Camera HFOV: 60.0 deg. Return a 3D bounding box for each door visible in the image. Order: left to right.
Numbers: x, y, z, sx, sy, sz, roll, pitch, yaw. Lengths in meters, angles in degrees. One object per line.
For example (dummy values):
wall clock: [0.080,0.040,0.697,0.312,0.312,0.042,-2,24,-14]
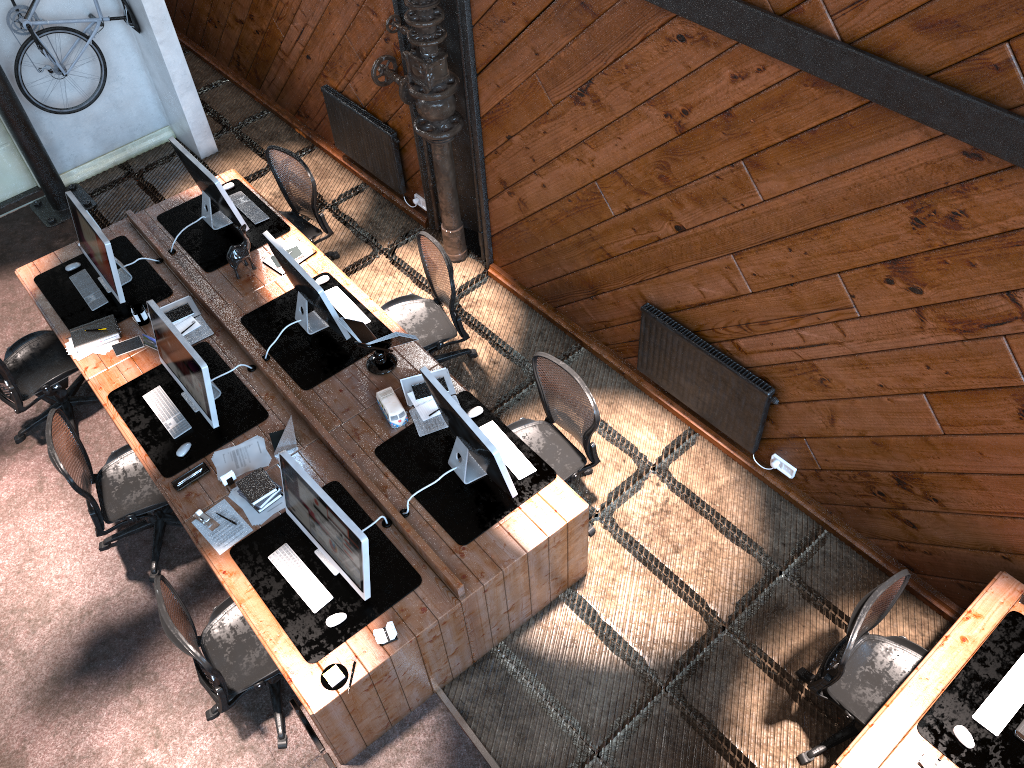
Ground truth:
door: [-4.718,-2.325,7.141,1.013,2.268,0.064,-35,56,-23]

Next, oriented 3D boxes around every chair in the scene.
chair: [-3.232,-0.168,5.981,0.770,1.085,0.792,20,54,20]
chair: [-2.281,0.544,5.310,0.792,1.085,0.770,-36,56,-24]
chair: [-1.388,1.294,4.611,0.770,1.085,0.792,29,57,25]
chair: [-1.718,-1.169,6.730,0.770,1.085,0.792,20,54,20]
chair: [-0.634,-0.409,6.009,0.792,1.085,0.770,-36,56,-24]
chair: [0.181,0.417,5.251,0.770,1.085,0.792,29,57,25]
chair: [1.838,1.424,4.280,0.792,1.085,0.770,20,54,20]

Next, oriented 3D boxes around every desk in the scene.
desk: [-1.535,0.136,5.767,1.748,0.840,4.117,-33,55,-22]
desk: [1.482,2.698,3.381,4.117,0.840,1.748,-35,56,-24]

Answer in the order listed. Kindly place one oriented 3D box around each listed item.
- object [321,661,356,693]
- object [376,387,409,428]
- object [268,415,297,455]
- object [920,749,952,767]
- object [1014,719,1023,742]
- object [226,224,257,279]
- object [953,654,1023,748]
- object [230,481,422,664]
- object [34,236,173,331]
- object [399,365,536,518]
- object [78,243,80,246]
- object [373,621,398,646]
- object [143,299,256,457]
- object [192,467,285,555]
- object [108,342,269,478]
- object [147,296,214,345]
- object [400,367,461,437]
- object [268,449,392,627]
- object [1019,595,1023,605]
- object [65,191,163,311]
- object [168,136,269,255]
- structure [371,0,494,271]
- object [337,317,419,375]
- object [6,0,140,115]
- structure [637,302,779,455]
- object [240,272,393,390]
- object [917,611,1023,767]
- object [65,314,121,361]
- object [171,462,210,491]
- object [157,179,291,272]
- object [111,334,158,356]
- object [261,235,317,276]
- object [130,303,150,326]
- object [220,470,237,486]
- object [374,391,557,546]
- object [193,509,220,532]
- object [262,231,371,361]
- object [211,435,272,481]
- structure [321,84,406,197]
object: [-0.833,1.383,4.207,0.154,0.026,0.158,2,50,6]
object: [-0.707,0.137,5.217,0.128,0.146,0.253,-23,52,-15]
object: [-1.317,0.254,5.009,0.165,0.320,0.178,-27,53,-18]
object: [1.810,1.626,3.796,0.082,0.063,0.106,-38,57,-25]
object: [2.436,1.426,3.772,0.390,0.283,0.323,-35,56,-23]
object: [-1.844,-0.918,6.024,0.229,0.351,0.135,-37,57,-25]
object: [2.188,1.423,3.957,0.577,0.040,0.139,-32,55,-22]
object: [-0.975,0.943,4.605,0.687,0.008,0.848,-34,55,-23]
object: [-2.821,-0.677,6.110,0.687,0.008,0.848,-34,55,-23]
object: [-0.208,0.288,4.754,0.663,0.578,0.811,9,51,11]
object: [-3.061,-1.022,6.383,0.082,0.063,0.106,13,52,14]
object: [-0.617,1.213,4.314,0.106,0.063,0.082,-21,51,-13]
object: [-1.950,-0.030,5.143,0.654,0.576,0.735,3,50,7]
object: [-1.483,0.660,4.820,0.478,0.098,0.319,-37,57,-24]
object: [-1.965,0.130,5.365,0.687,0.008,0.848,-34,55,-23]
object: [-2.177,-0.398,5.811,0.304,0.017,0.467,-29,54,-19]
object: [-0.473,0.095,5.275,0.304,0.017,0.467,-16,50,-10]
object: [-0.903,0.707,4.442,0.610,0.573,0.714,-36,56,-24]
object: [2.521,1.055,4.233,0.159,0.064,0.054,33,59,27]
object: [-2.815,-0.881,5.929,0.692,0.581,0.586,3,50,7]
object: [-2.108,-1.390,6.311,0.648,0.576,0.799,2,50,5]
structure: [-0.555,-2.043,6.320,0.500,2.745,1.003,-30,54,-20]
object: [-0.816,-0.255,5.362,0.417,0.380,0.304,15,52,16]
object: [-3.604,-3.056,7.040,0.655,1.846,1.022,17,53,17]
structure: [1.201,-0.016,5.594,0.073,0.628,1.064,-35,56,-23]
object: [-1.266,-0.364,5.737,0.687,0.008,0.848,-34,55,-23]
object: [2.317,1.487,3.916,0.848,0.008,0.687,-36,56,-24]
object: [-2.727,-0.305,5.748,0.363,0.065,0.325,-14,50,-8]
object: [-1.814,0.521,5.007,0.215,0.031,0.089,-35,56,-23]
object: [-2.115,-1.176,6.486,0.687,0.008,0.848,-34,55,-23]
object: [-2.373,-0.260,5.673,0.347,0.083,0.129,-4,50,1]
object: [-1.556,-0.904,6.184,0.229,0.060,0.316,33,59,27]
object: [-2.442,-0.460,5.821,0.078,0.138,0.099,-21,51,-13]
object: [-1.578,0.528,4.940,0.076,0.102,0.034,-34,56,-23]
object: [-0.269,0.444,4.982,0.687,0.008,0.848,-34,55,-23]
object: [-1.660,0.726,4.799,0.159,0.064,0.054,28,57,25]
object: [-1.242,-0.602,5.582,0.642,0.578,0.772,2,50,6]
object: [-1.552,0.428,5.085,0.315,0.002,0.246,-22,52,-14]
structure: [-1.234,-2.041,7.484,0.073,0.628,1.064,-35,56,-23]
